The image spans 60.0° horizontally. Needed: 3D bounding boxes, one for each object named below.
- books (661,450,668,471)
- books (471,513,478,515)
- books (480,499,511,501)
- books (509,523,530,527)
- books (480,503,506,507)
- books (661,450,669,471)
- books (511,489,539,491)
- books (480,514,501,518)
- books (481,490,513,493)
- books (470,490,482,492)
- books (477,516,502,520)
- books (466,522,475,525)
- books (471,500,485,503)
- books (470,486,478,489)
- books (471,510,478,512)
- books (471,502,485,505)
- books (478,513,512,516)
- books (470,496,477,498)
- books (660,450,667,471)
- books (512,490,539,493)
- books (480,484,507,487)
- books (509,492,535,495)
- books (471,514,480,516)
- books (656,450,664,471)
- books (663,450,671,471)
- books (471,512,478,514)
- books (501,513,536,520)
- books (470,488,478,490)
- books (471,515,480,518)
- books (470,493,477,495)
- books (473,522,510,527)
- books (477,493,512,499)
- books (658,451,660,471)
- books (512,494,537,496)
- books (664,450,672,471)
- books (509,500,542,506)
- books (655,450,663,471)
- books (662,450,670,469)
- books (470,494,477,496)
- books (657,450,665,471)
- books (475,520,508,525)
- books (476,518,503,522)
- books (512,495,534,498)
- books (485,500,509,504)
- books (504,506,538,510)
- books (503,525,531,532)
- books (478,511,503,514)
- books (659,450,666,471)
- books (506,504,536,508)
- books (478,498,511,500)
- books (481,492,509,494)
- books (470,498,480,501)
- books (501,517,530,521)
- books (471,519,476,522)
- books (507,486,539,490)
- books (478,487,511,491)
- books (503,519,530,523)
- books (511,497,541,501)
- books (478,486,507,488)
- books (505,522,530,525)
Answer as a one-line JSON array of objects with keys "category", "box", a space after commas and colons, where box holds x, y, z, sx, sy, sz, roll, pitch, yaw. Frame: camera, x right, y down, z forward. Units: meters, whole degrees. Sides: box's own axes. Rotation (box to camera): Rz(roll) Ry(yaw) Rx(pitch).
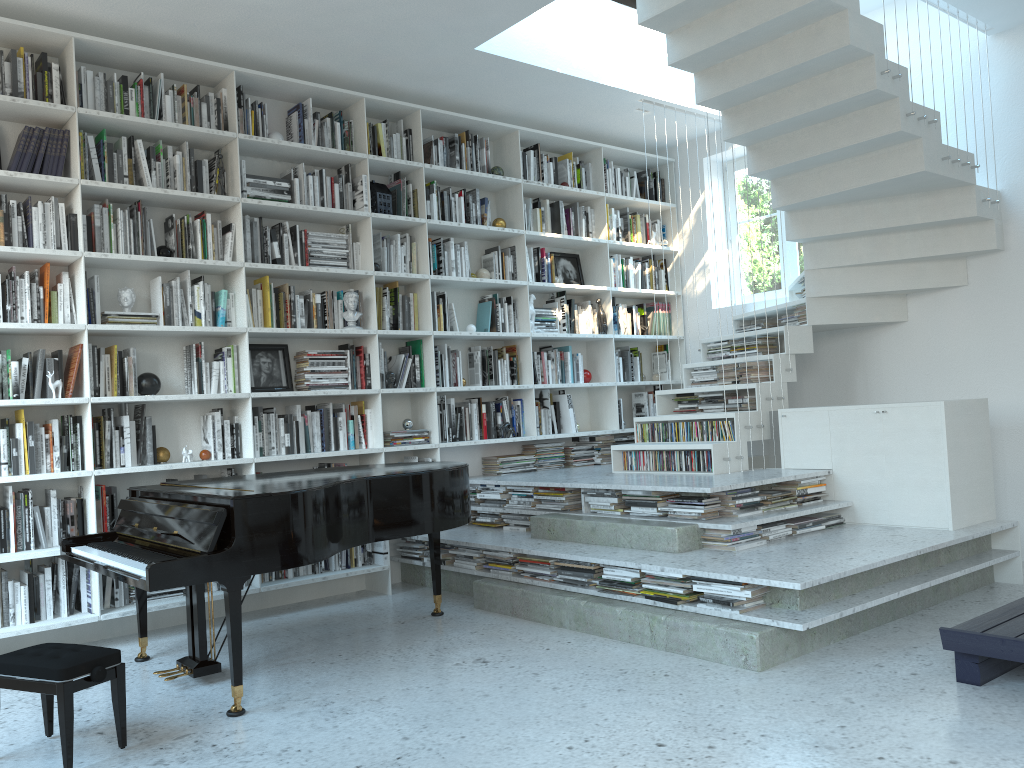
[{"category": "books", "box": [0.995, 0.487, 5.656, 0.125, 0.125, 0.008, -2, -2, -39]}, {"category": "books", "box": [-0.307, 0.888, 6.103, 0.184, 0.006, 0.262, -2, -3, -38]}, {"category": "books", "box": [-0.070, 0.761, 5.884, 0.152, 0.009, 0.259, -1, -3, -42]}, {"category": "books", "box": [0.101, 0.888, 5.632, 0.138, 0.014, 0.215, -2, -3, -35]}, {"category": "books", "box": [-0.072, 0.795, 5.880, 0.173, 0.017, 0.233, -2, -3, -40]}, {"category": "books", "box": [1.000, 0.486, 5.650, 0.125, 0.125, 0.007, -2, -2, -39]}, {"category": "books", "box": [0.120, 0.668, 5.652, 0.149, 0.013, 0.220, -2, -3, -36]}, {"category": "books", "box": [-0.095, 0.865, 5.874, 0.137, 0.018, 0.200, -1, -3, -43]}, {"category": "books", "box": [-0.073, 0.705, 5.886, 0.143, 0.012, 0.264, -2, -2, -34]}, {"category": "books", "box": [-0.266, 0.727, 6.103, 0.171, 0.015, 0.253, -1, -3, -44]}, {"category": "books", "box": [-0.099, 0.879, 5.870, 0.159, 0.009, 0.228, -2, -3, -38]}, {"category": "books", "box": [-0.294, 0.948, 6.109, 0.163, 0.019, 0.187, -2, -3, -40]}, {"category": "books", "box": [-0.254, 0.799, 6.108, 0.163, 0.017, 0.232, -2, -3, -37]}, {"category": "books", "box": [-0.260, 0.705, 6.110, 0.159, 0.011, 0.246, -1, -3, -42]}, {"category": "books", "box": [-0.300, 0.868, 6.110, 0.152, 0.015, 0.208, -2, -2, -34]}, {"category": "books", "box": [-0.242, 0.814, 6.116, 0.134, 0.014, 0.181, -1, -3, -42]}, {"category": "books", "box": [-0.100, 0.852, 5.871, 0.144, 0.009, 0.250, -2, -3, -35]}, {"category": "books", "box": [-0.259, 0.767, 6.106, 0.179, 0.012, 0.261, -2, -3, -39]}, {"category": "books", "box": [0.991, 0.487, 5.661, 0.125, 0.125, 0.007, -2, -2, -39]}, {"category": "books", "box": [0.121, 0.679, 5.652, 0.160, 0.010, 0.179, -2, -3, -39]}, {"category": "books", "box": [-0.084, 0.665, 5.880, 0.171, 0.020, 0.193, -1, -3, -44]}, {"category": "books", "box": [0.117, 0.688, 5.648, 0.167, 0.008, 0.234, -2, -3, -40]}, {"category": "books", "box": [-0.299, 0.893, 6.110, 0.152, 0.005, 0.242, -2, -3, -35]}, {"category": "books", "box": [0.972, 0.489, 5.685, 0.125, 0.125, 0.008, -2, -2, -39]}, {"category": "books", "box": [1.010, 0.485, 5.638, 0.125, 0.125, 0.007, -2, -2, -39]}, {"category": "books", "box": [-0.301, 0.880, 6.108, 0.159, 0.009, 0.210, -2, -3, -35]}, {"category": "books", "box": [0.083, 0.835, 5.621, 0.181, 0.017, 0.250, -1, -3, -42]}, {"category": "books", "box": [-0.259, 0.715, 6.109, 0.167, 0.008, 0.234, -2, -3, -40]}, {"category": "books", "box": [-0.296, 0.902, 6.111, 0.158, 0.012, 0.279, -2, -3, -40]}, {"category": "books", "box": [-0.249, 0.749, 6.115, 0.145, 0.008, 0.298, -2, -3, -40]}, {"category": "books", "box": [-0.112, 0.919, 5.857, 0.187, 0.009, 0.261, -2, -3, -36]}, {"category": "books", "box": [-0.085, 0.734, 5.874, 0.189, 0.030, 0.238, -1, -3, -42]}, {"category": "books", "box": [0.981, 0.488, 5.673, 0.125, 0.125, 0.008, -2, -2, -39]}, {"category": "books", "box": [0.123, 0.699, 5.653, 0.144, 0.013, 0.220, -2, -3, -36]}, {"category": "books", "box": [1.015, 0.485, 5.632, 0.125, 0.125, 0.010, -2, -2, -39]}, {"category": "books", "box": [0.117, 0.748, 5.644, 0.164, 0.023, 0.242, -2, -3, -35]}, {"category": "books", "box": [0.967, 0.490, 5.691, 0.125, 0.125, 0.009, -2, -2, -39]}, {"category": "books", "box": [1.005, 0.486, 5.644, 0.125, 0.125, 0.007, -2, -2, -39]}, {"category": "books", "box": [-0.255, 0.757, 6.110, 0.156, 0.009, 0.287, -1, -3, -41]}, {"category": "books", "box": [0.977, 0.489, 5.679, 0.125, 0.125, 0.007, -2, -2, -39]}, {"category": "books", "box": [-0.098, 0.907, 5.869, 0.160, 0.014, 0.268, -2, -3, -40]}, {"category": "books", "box": [-0.109, 0.892, 5.861, 0.180, 0.017, 0.183, -1, -3, -42]}, {"category": "books", "box": [0.126, 0.712, 5.654, 0.150, 0.013, 0.215, -2, -3, -39]}, {"category": "books", "box": [-0.059, 0.775, 5.892, 0.131, 0.021, 0.240, -2, -3, -37]}, {"category": "books", "box": [0.115, 0.777, 5.641, 0.183, 0.012, 0.296, -2, -3, -40]}, {"category": "books", "box": [0.082, 0.910, 5.615, 0.188, 0.028, 0.202, -1, -3, -44]}, {"category": "books", "box": [-0.099, 0.841, 5.873, 0.149, 0.014, 0.228, -1, -3, -41]}, {"category": "books", "box": [0.986, 0.488, 5.667, 0.125, 0.125, 0.009, -2, -2, -39]}, {"category": "books", "box": [0.111, 0.766, 5.638, 0.190, 0.012, 0.235, -1, -3, -41]}, {"category": "books", "box": [-0.073, 0.752, 5.882, 0.163, 0.008, 0.295, -1, -3, -41]}, {"category": "books", "box": [-0.077, 0.715, 5.881, 0.171, 0.007, 0.206, -2, -3, -37]}, {"category": "books", "box": [-0.262, 0.782, 6.102, 0.175, 0.017, 0.265, -2, -3, -36]}, {"category": "books", "box": [0.087, 0.848, 5.624, 0.178, 0.009, 0.277, -2, -3, -38]}, {"category": "books", "box": [-0.288, 0.927, 6.116, 0.147, 0.014, 0.292, -2, -3, -39]}, {"category": "books", "box": [0.109, 0.654, 5.644, 0.164, 0.015, 0.243, -1, -3, -44]}, {"category": "books", "box": [-0.075, 0.691, 5.885, 0.163, 0.018, 0.290, -2, -3, -40]}, {"category": "books", "box": [0.091, 0.860, 5.626, 0.156, 0.017, 0.263, -1, -3, -43]}, {"category": "books", "box": [0.124, 0.727, 5.651, 0.154, 0.018, 0.221, -2, -3, -40]}, {"category": "books", "box": [-0.074, 0.678, 5.887, 0.159, 0.007, 0.285, -2, -3, -40]}, {"category": "books", "box": [0.096, 0.875, 5.629, 0.161, 0.012, 0.254, -2, -3, -38]}]
